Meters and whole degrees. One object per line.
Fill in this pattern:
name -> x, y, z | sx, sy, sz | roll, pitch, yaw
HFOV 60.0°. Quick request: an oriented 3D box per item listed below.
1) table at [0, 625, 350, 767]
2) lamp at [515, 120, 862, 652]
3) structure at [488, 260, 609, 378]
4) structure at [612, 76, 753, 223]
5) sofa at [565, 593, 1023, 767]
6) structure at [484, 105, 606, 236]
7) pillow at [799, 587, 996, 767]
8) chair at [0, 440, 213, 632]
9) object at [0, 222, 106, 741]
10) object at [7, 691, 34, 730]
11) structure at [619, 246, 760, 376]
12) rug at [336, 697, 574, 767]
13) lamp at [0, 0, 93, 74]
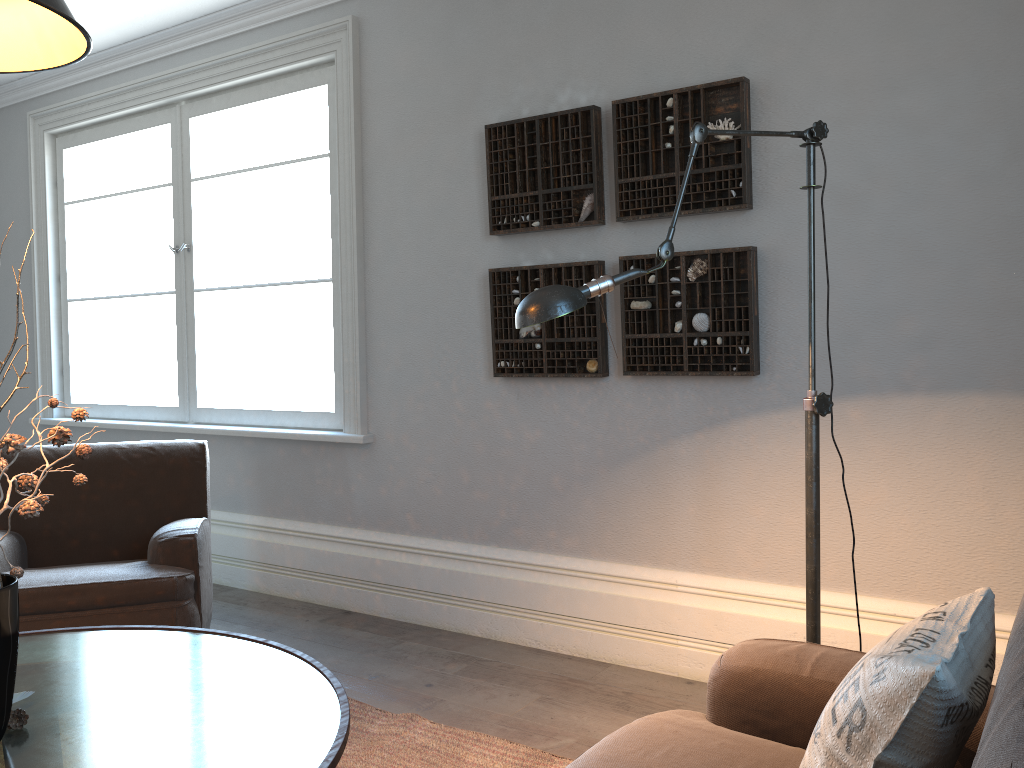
table -> -0.923, 0.849, 1.465 | 1.300, 0.503, 1.300 | 0, 2, 26
lamp -> 0.939, 0.225, 1.991 | 1.864, 1.644, 0.797 | -2, 2, -19
structure -> 0.128, -0.233, 3.277 | 0.468, 0.416, 0.086 | 0, 2, 33
structure -> 0.556, -0.772, 2.961 | 0.468, 0.416, 0.105 | 0, 2, 33
sofa -> 0.098, 0.686, 0.778 | 0.968, 0.824, 2.165 | 0, 3, 33
structure -> 0.121, -0.775, 3.275 | 0.468, 0.416, 0.099 | 0, 2, 33
pillow -> 0.552, 0.492, 1.271 | 0.240, 0.368, 0.519 | 0, 2, 33
chair -> -1.489, 0.638, 3.085 | 0.807, 0.795, 0.970 | -1, 2, -16
object -> -1.047, 0.073, 1.388 | 0.525, 1.066, 0.853 | -1, 2, 4
object -> -1.012, 0.573, 1.493 | 0.404, 0.067, 0.153 | -3, 3, -39
structure -> 0.587, -0.236, 2.975 | 0.468, 0.416, 0.086 | 0, 2, 33
rug -> -0.905, 1.045, 1.427 | 2.400, 0.090, 2.819 | 1, 3, 34
lamp -> -0.957, -1.110, 1.400 | 0.504, 1.075, 0.504 | -1, 2, -9
